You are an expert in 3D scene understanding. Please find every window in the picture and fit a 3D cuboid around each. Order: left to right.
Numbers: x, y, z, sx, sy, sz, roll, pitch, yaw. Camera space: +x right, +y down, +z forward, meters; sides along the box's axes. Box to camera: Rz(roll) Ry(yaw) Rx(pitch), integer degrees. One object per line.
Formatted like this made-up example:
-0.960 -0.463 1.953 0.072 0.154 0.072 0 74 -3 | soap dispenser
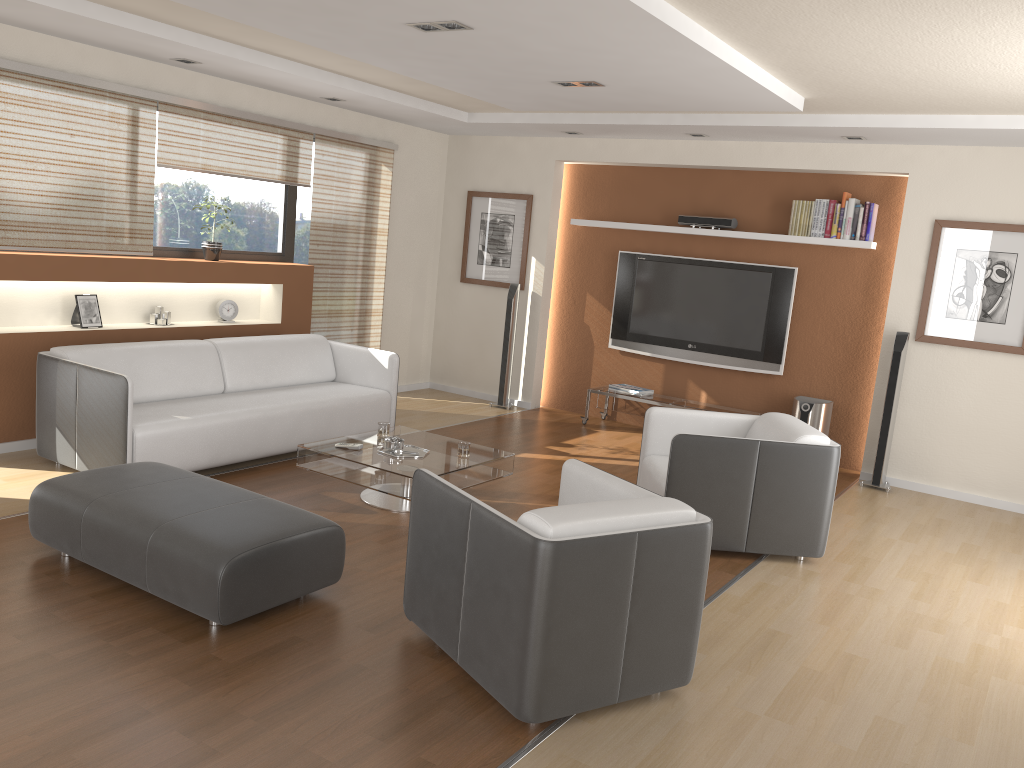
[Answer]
-2.659 -1.448 6.199 0.010 0.986 2.817 11 11 32 | window
-1.656 -1.046 7.920 0.010 2.162 0.889 11 11 32 | window

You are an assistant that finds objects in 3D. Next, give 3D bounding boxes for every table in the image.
-0.616 0.530 5.214 0.900 0.300 0.900 11 11 32 | table

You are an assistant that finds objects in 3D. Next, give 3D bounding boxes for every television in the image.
1.605 -0.626 7.645 1.594 0.900 0.097 11 11 32 | television

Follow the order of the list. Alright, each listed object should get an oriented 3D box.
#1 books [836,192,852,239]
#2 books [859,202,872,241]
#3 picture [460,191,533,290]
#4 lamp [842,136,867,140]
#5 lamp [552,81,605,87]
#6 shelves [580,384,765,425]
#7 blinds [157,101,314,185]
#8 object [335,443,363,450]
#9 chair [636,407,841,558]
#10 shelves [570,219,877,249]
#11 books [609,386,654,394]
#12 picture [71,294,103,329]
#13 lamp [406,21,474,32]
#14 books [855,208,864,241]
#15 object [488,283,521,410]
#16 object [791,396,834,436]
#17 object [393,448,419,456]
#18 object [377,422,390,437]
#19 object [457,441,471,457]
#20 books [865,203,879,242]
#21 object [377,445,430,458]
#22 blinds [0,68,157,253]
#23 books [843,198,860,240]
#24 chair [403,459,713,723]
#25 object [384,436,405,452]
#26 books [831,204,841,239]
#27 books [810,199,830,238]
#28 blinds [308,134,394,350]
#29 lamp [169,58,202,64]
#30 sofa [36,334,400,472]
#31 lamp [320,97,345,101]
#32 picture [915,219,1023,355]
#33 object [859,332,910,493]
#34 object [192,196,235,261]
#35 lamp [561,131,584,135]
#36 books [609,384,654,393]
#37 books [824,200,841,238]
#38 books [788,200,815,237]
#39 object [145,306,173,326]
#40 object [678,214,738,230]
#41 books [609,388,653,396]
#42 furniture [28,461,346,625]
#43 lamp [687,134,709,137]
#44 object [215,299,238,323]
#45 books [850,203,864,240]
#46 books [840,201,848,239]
2.579 -1.302 6.892 0.028 0.358 0.169 11 11 32 | books
2.722 -1.242 6.805 0.041 0.293 0.169 11 11 32 | books
-0.156 -1.373 8.453 0.734 0.884 0.025 11 11 32 | picture
2.465 -1.807 6.365 0.146 0.087 0.146 11 11 32 | lamp
0.398 -1.824 5.266 0.291 0.087 0.146 11 11 32 | lamp
1.390 0.304 7.649 1.617 0.340 0.444 11 11 32 | shelves
-2.013 -1.768 6.608 0.001 0.441 1.432 11 11 32 | blinds
-0.937 0.353 5.085 0.158 0.029 0.064 8 9 13 | object
1.241 0.531 5.012 0.919 0.706 0.767 5 9 -3 | chair
1.679 -1.274 7.475 2.612 0.050 0.200 11 11 32 | shelves
1.052 0.048 7.829 0.228 0.017 0.326 -2 12 -40 | books
-2.804 -0.482 5.849 0.133 0.216 0.159 10 10 27 | picture
-0.334 -1.710 4.137 0.291 0.087 0.146 11 11 32 | lamp
2.691 -1.225 6.826 0.028 0.248 0.169 11 11 32 | books
-0.026 -0.355 8.294 0.228 1.165 0.215 10 10 27 | object
2.355 0.385 7.085 0.286 0.518 0.323 11 11 32 | object
-0.599 0.386 5.046 0.147 0.035 0.051 3 10 -16 | object
-0.792 0.280 5.471 0.079 0.077 0.079 9 10 20 | object
-0.280 0.379 5.157 0.079 0.077 0.079 9 10 20 | object
2.752 -1.232 6.787 0.029 0.286 0.169 11 11 32 | books
-0.623 0.387 5.111 0.315 0.011 0.273 13 12 39 | object
-2.823 -1.350 5.448 0.001 1.044 1.432 11 11 32 | blinds
2.625 -1.270 6.859 0.050 0.313 0.179 11 11 32 | books
0.148 0.679 3.326 0.767 0.661 0.919 0 11 -32 | chair
-0.680 0.345 5.116 0.118 0.079 0.117 13 12 39 | object
2.541 -1.262 6.910 0.041 0.266 0.186 11 11 32 | books
2.443 -1.298 6.985 0.104 0.295 0.146 11 11 32 | books
-1.429 -1.007 7.775 0.001 2.200 0.980 11 11 32 | blinds
-2.124 -2.145 5.777 0.146 0.087 0.146 11 11 32 | lamp
-1.835 0.073 5.901 0.919 0.661 2.238 11 11 32 | sofa
-1.392 -2.259 6.906 0.146 0.087 0.146 11 11 32 | lamp
3.317 -0.691 6.270 0.734 0.884 0.025 11 11 32 | picture
2.784 0.198 6.528 0.228 1.165 0.215 12 11 37 | object
-2.189 -1.149 6.565 0.342 0.477 0.268 9 10 22 | object
0.520 -2.189 7.588 0.146 0.087 0.146 11 11 32 | lamp
1.054 0.036 7.827 0.326 0.017 0.228 14 13 43 | books
2.508 -1.284 6.939 0.053 0.293 0.169 11 11 32 | books
2.326 -1.311 7.056 0.167 0.275 0.195 11 11 32 | books
-2.517 -0.492 6.349 0.141 0.131 0.141 7 9 10 | object
1.647 -1.359 7.482 0.470 0.109 0.182 11 11 32 | object
1.051 0.060 7.831 0.326 0.017 0.228 12 11 35 | books
-1.418 0.624 3.845 1.291 0.301 0.685 11 11 32 | furniture
1.468 -2.003 6.992 0.146 0.087 0.146 11 11 32 | lamp
-2.197 -0.563 6.831 0.160 0.176 0.096 -3 12 -42 | object
2.667 -1.246 6.847 0.041 0.278 0.157 11 11 32 | books
2.597 -1.267 6.885 0.022 0.293 0.167 11 11 32 | books
